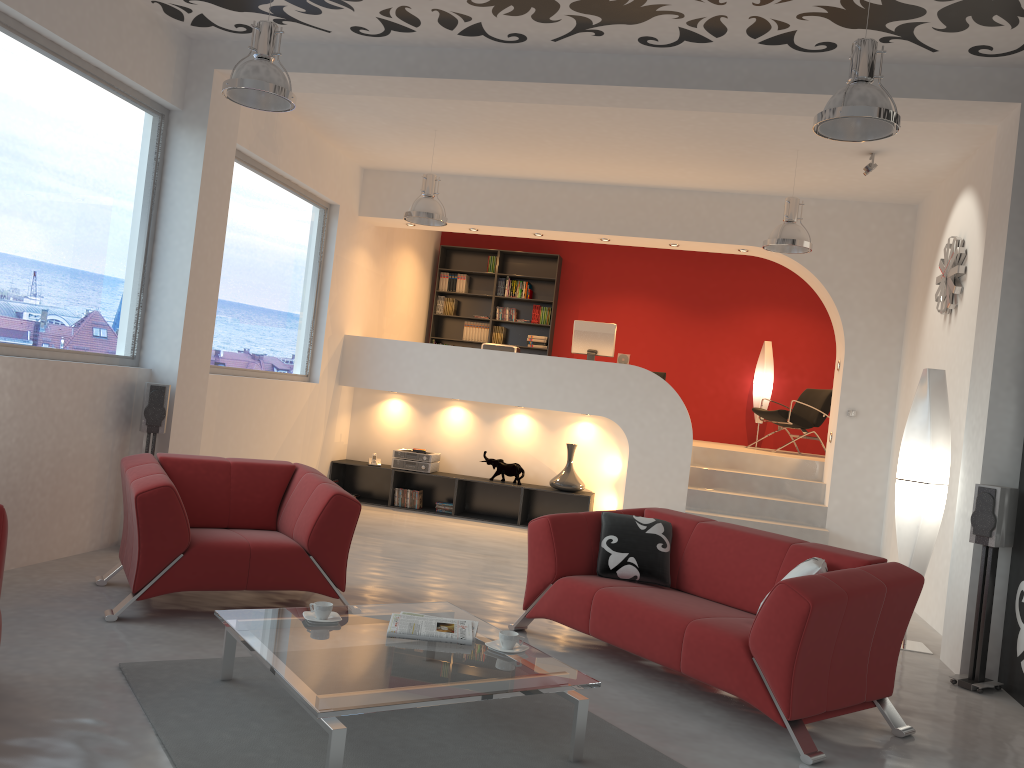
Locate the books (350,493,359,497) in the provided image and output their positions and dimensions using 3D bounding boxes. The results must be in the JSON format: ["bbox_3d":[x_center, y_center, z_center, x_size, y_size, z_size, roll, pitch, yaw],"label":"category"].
[{"bbox_3d":[-1.751,1.182,9.509,0.190,0.015,0.135,6,-1,12],"label":"books"}]

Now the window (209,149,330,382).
[{"bbox_3d":[-2.210,-0.957,7.724,0.100,1.800,2.400,6,-1,12],"label":"window"}]

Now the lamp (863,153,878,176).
[{"bbox_3d":[2.802,-1.712,6.924,0.118,0.176,0.112,7,-1,-36],"label":"lamp"}]

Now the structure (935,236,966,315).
[{"bbox_3d":[3.340,-0.830,6.785,0.090,0.596,0.596,6,-1,12],"label":"structure"}]

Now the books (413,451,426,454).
[{"bbox_3d":[-0.979,0.715,9.365,0.135,0.015,0.190,7,-1,-8],"label":"books"}]

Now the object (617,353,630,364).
[{"bbox_3d":[1.186,-0.246,9.467,0.133,0.147,0.151,7,-1,-5],"label":"object"}]

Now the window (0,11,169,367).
[{"bbox_3d":[-2.764,-1.056,4.981,0.100,1.800,2.400,6,-1,12],"label":"window"}]

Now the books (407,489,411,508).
[{"bbox_3d":[-1.068,1.200,9.319,0.031,0.190,0.135,6,-1,12],"label":"books"}]

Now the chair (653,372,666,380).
[{"bbox_3d":[1.409,0.203,10.685,0.664,0.795,0.768,6,-1,32],"label":"chair"}]

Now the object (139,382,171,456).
[{"bbox_3d":[-2.427,0.549,5.915,0.214,1.112,0.229,7,-1,-23],"label":"object"}]

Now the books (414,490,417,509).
[{"bbox_3d":[-0.995,1.208,9.304,0.031,0.190,0.135,6,-1,12],"label":"books"}]

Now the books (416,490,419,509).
[{"bbox_3d":[-0.980,1.210,9.301,0.031,0.190,0.135,6,-1,12],"label":"books"}]

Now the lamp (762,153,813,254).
[{"bbox_3d":[2.228,-1.467,7.043,0.379,0.800,0.379,7,-1,-17],"label":"lamp"}]

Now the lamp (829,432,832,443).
[{"bbox_3d":[3.088,0.519,8.590,0.011,0.105,0.105,6,-1,12],"label":"lamp"}]

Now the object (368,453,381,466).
[{"bbox_3d":[-1.451,0.797,9.402,0.130,0.117,0.146,7,-1,-13],"label":"object"}]

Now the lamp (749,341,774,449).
[{"bbox_3d":[3.155,0.133,11.193,0.237,1.349,0.237,6,-1,20],"label":"lamp"}]

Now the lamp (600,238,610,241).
[{"bbox_3d":[0.956,-1.476,9.093,0.105,0.011,0.105,7,-1,0],"label":"lamp"}]

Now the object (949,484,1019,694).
[{"bbox_3d":[2.612,1.116,4.883,0.229,1.112,0.214,7,-1,-33],"label":"object"}]

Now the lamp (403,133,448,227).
[{"bbox_3d":[-0.701,-1.796,7.647,0.379,0.800,0.379,7,-1,-17],"label":"lamp"}]

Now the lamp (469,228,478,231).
[{"bbox_3d":[-0.407,-1.629,9.374,0.105,0.011,0.105,7,-1,0],"label":"lamp"}]

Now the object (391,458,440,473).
[{"bbox_3d":[-1.023,0.855,9.393,0.430,0.100,0.365,6,-1,12],"label":"object"}]

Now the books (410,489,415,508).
[{"bbox_3d":[-1.039,1.203,9.313,0.031,0.190,0.135,6,-1,12],"label":"books"}]

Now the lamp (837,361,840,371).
[{"bbox_3d":[3.168,-0.176,8.599,0.011,0.105,0.105,6,-1,12],"label":"lamp"}]

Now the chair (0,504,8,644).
[{"bbox_3d":[-2.124,0.732,2.756,0.951,0.738,1.288,7,-1,-28],"label":"chair"}]

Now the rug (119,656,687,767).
[{"bbox_3d":[-0.465,1.298,3.442,1.700,0.025,1.700,7,-1,-33],"label":"rug"}]

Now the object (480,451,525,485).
[{"bbox_3d":[-0.096,0.871,9.234,0.507,0.296,0.191,6,-1,27],"label":"object"}]

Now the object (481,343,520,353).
[{"bbox_3d":[-0.107,-0.318,9.762,0.397,0.217,0.458,6,-1,12],"label":"object"}]

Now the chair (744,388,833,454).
[{"bbox_3d":[3.260,0.412,10.363,0.768,0.795,0.664,7,-1,-13],"label":"chair"}]

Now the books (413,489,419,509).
[{"bbox_3d":[-1.010,1.206,9.307,0.031,0.190,0.135,6,-1,12],"label":"books"}]

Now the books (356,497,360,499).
[{"bbox_3d":[-1.744,1.213,9.507,0.190,0.015,0.135,6,-1,12],"label":"books"}]

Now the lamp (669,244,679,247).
[{"bbox_3d":[1.638,-1.399,8.953,0.105,0.011,0.105,7,-1,0],"label":"lamp"}]

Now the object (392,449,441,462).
[{"bbox_3d":[-1.010,0.758,9.402,0.430,0.077,0.349,6,-1,12],"label":"object"}]

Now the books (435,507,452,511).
[{"bbox_3d":[-0.691,1.301,9.291,0.190,0.015,0.135,6,-1,17],"label":"books"}]

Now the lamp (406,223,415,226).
[{"bbox_3d":[-1.088,-1.706,9.515,0.105,0.011,0.105,6,-1,15],"label":"lamp"}]

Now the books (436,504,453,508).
[{"bbox_3d":[-0.687,1.271,9.284,0.190,0.015,0.135,6,-1,12],"label":"books"}]

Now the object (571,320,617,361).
[{"bbox_3d":[0.873,-0.435,9.487,0.458,0.452,0.230,6,-1,12],"label":"object"}]

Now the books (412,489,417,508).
[{"bbox_3d":[-1.024,1.205,9.310,0.031,0.190,0.135,6,-1,12],"label":"books"}]

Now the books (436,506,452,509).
[{"bbox_3d":[-0.684,1.286,9.290,0.190,0.015,0.135,6,-1,12],"label":"books"}]

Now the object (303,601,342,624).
[{"bbox_3d":[-0.779,0.940,3.652,0.153,0.069,0.153,7,-1,-22],"label":"object"}]

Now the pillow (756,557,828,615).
[{"bbox_3d":[1.289,0.963,4.080,0.288,0.343,0.402,6,-1,19],"label":"pillow"}]

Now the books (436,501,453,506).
[{"bbox_3d":[-0.694,1.255,9.293,0.190,0.015,0.135,6,-1,7],"label":"books"}]

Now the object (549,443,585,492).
[{"bbox_3d":[0.586,0.854,9.072,0.369,0.481,0.369,7,-1,-23],"label":"object"}]

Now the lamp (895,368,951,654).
[{"bbox_3d":[2.615,0.791,5.693,0.313,1.779,0.313,6,-1,20],"label":"lamp"}]

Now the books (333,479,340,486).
[{"bbox_3d":[-1.873,1.115,9.485,0.063,0.187,0.135,6,-1,12],"label":"books"}]

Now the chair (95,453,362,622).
[{"bbox_3d":[-1.554,0.825,4.944,1.288,0.738,0.951,7,-1,-28],"label":"chair"}]

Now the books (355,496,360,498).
[{"bbox_3d":[-1.737,1.198,9.506,0.190,0.015,0.135,6,-1,12],"label":"books"}]

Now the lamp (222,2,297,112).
[{"bbox_3d":[-1.296,-1.902,4.708,0.379,0.800,0.379,6,-1,40],"label":"lamp"}]

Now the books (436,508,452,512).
[{"bbox_3d":[-0.683,1.317,9.288,0.190,0.015,0.135,6,-1,12],"label":"books"}]

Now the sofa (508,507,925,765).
[{"bbox_3d":[0.950,1.108,4.481,0.951,0.738,1.929,7,-1,-38],"label":"sofa"}]

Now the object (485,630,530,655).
[{"bbox_3d":[-0.017,1.026,3.532,0.153,0.069,0.153,6,-1,38],"label":"object"}]

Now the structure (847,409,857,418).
[{"bbox_3d":[3.187,0.275,8.315,0.080,0.080,0.016,6,-1,12],"label":"structure"}]

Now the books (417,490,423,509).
[{"bbox_3d":[-0.966,1.211,9.298,0.031,0.190,0.135,6,-1,12],"label":"books"}]

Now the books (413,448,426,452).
[{"bbox_3d":[-0.979,0.700,9.375,0.135,0.015,0.190,7,-1,-3],"label":"books"}]

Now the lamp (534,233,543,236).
[{"bbox_3d":[0.275,-1.552,9.234,0.105,0.011,0.105,7,-1,0],"label":"lamp"}]

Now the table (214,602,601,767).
[{"bbox_3d":[-0.458,1.153,3.438,1.097,0.286,1.162,7,-1,-33],"label":"table"}]

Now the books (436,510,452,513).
[{"bbox_3d":[-0.691,1.331,9.289,0.190,0.015,0.135,6,-1,7],"label":"books"}]

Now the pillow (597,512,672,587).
[{"bbox_3d":[0.676,0.903,4.865,0.402,0.343,0.288,7,-1,4],"label":"pillow"}]

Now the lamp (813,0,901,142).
[{"bbox_3d":[1.634,-1.573,4.104,0.379,0.800,0.379,7,-1,4],"label":"lamp"}]

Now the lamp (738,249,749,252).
[{"bbox_3d":[2.300,-1.325,8.816,0.105,0.011,0.105,7,-1,0],"label":"lamp"}]
